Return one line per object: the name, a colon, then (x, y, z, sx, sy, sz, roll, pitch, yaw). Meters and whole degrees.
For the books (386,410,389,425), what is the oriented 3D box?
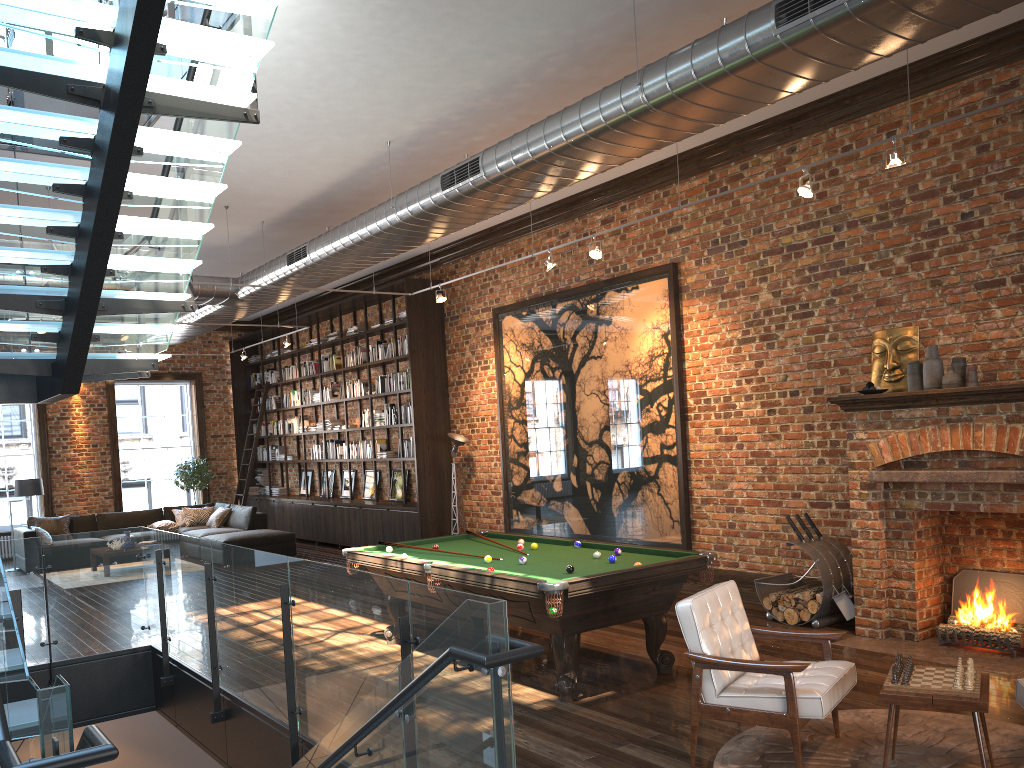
books: (-1.876, 0.527, 13.861, 0.178, 0.237, 0.036, -3, 1, -36)

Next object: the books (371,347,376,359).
books: (-2.159, -0.460, 14.137, 0.177, 0.251, 0.029, -3, 1, -36)

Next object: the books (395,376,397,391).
books: (-1.695, -0.007, 13.557, 0.161, 0.241, 0.035, -3, 1, -36)

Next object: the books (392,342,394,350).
books: (-1.755, -0.513, 13.582, 0.164, 0.249, 0.036, -3, 1, -36)

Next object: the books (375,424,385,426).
books: (-2.036, 0.650, 14.108, 0.159, 0.012, 0.353, -1, -4, -33)

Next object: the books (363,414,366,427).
books: (-2.346, 0.599, 14.512, 0.187, 0.219, 0.016, -3, 1, -36)

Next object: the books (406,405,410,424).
books: (-1.530, 0.462, 13.426, 0.147, 0.279, 0.012, -4, 2, -36)

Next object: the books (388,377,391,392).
books: (-1.821, 0.010, 13.712, 0.189, 0.240, 0.016, -3, 1, -36)

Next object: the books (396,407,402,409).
books: (-1.719, 0.488, 13.637, 0.191, 0.271, 0.026, -3, 1, -36)

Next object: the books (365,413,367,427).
books: (-2.303, 0.590, 14.444, 0.177, 0.225, 0.015, -3, 1, -36)

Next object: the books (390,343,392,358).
books: (-1.789, -0.510, 13.632, 0.188, 0.252, 0.018, -3, 1, -36)

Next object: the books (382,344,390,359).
books: (-1.921, -0.490, 13.817, 0.164, 0.258, 0.100, -3, 1, -36)

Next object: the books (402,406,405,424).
books: (-1.576, 0.466, 13.448, 0.160, 0.278, 0.031, -4, 1, -36)

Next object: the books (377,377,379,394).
books: (-2.071, 0.024, 14.085, 0.166, 0.283, 0.060, -3, 1, -36)

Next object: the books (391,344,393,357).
books: (-1.772, -0.500, 13.594, 0.169, 0.226, 0.008, -3, 1, -36)

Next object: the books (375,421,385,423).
books: (-2.035, 0.602, 14.110, 0.160, 0.012, 0.313, -1, -4, -34)

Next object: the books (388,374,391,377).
books: (-1.825, -0.009, 13.754, 0.162, 0.284, 0.056, -4, 1, -36)

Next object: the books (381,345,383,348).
books: (-1.978, -0.485, 13.901, 0.151, 0.254, 0.025, -3, 1, -36)

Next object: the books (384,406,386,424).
books: (-1.905, 0.498, 13.886, 0.183, 0.301, 0.013, -3, 1, -36)

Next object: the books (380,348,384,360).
books: (-1.973, -0.461, 13.873, 0.189, 0.202, 0.027, -3, 1, -36)

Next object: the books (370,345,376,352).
books: (-2.197, -0.476, 14.200, 0.150, 0.295, 0.032, -4, 2, -36)

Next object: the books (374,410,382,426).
books: (-2.151, 0.550, 14.273, 0.137, 0.268, 0.034, -4, 2, -36)

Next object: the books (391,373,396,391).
books: (-1.763, -0.025, 13.633, 0.180, 0.295, 0.025, -3, 1, -36)

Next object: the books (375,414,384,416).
books: (-2.039, 0.492, 14.103, 0.160, 0.012, 0.313, -1, -4, -34)

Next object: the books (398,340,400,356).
books: (-1.641, -0.535, 13.427, 0.162, 0.264, 0.030, -3, 1, -36)

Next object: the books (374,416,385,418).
books: (-2.043, 0.517, 14.100, 0.159, 0.012, 0.354, 0, -4, -40)

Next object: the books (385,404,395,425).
books: (-1.899, 0.478, 13.875, 0.179, 0.340, 0.013, -4, 2, -36)

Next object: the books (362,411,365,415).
books: (-2.364, 0.579, 14.545, 0.173, 0.265, 0.026, -3, 1, -36)

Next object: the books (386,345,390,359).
books: (-1.856, -0.486, 13.711, 0.169, 0.232, 0.146, -3, 0, -36)

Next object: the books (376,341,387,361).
books: (-2.047, -0.516, 13.969, 0.180, 0.333, 0.016, -4, 2, -36)

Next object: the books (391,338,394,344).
books: (-1.772, -0.547, 13.604, 0.165, 0.321, 0.008, -4, 2, -36)

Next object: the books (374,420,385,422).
books: (-2.035, 0.590, 14.108, 0.159, 0.012, 0.351, -1, -4, -38)

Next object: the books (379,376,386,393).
books: (-1.951, 0.011, 13.835, 0.245, 0.266, 0.038, -3, 1, -36)

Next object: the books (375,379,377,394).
books: (-2.099, 0.042, 14.128, 0.160, 0.254, 0.014, -3, 1, -36)

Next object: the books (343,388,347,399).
books: (-2.752, 0.150, 14.987, 0.223, 0.209, 0.064, -3, 1, -36)

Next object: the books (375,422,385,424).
books: (-2.038, 0.614, 14.108, 0.160, 0.012, 0.315, -1, -4, -33)

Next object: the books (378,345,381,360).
books: (-2.013, -0.485, 13.932, 0.168, 0.262, 0.016, -3, 1, -36)

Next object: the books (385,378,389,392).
books: (-1.883, 0.023, 13.791, 0.186, 0.230, 0.035, -3, 1, -36)

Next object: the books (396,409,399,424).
books: (-1.694, 0.501, 13.608, 0.176, 0.240, 0.050, -3, 1, -36)

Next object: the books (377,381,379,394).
books: (-2.037, 0.055, 14.017, 0.175, 0.208, 0.029, -3, 1, -36)

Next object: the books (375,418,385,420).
books: (-2.040, 0.553, 14.101, 0.160, 0.012, 0.316, -1, -4, -32)

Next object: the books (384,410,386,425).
books: (-1.930, 0.526, 13.951, 0.160, 0.254, 0.015, -3, 1, -36)

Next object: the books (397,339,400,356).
books: (-1.667, -0.538, 13.489, 0.135, 0.280, 0.029, -4, 2, -36)

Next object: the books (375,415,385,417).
books: (-2.038, 0.504, 14.103, 0.159, 0.012, 0.351, -1, -4, -34)

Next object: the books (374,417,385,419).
books: (-2.038, 0.540, 14.103, 0.159, 0.012, 0.352, -1, -4, -39)

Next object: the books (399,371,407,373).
books: (-1.643, -0.048, 13.350, 0.182, 0.295, 0.012, -3, 1, -36)

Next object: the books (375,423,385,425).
books: (-2.036, 0.638, 14.108, 0.160, 0.012, 0.315, -1, -4, -39)

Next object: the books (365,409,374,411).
books: (-2.326, 0.559, 14.507, 0.153, 0.296, 0.016, -4, 2, -36)

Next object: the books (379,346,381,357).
books: (-1.999, -0.474, 13.916, 0.171, 0.237, 0.025, -3, 1, -36)

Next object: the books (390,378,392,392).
books: (-1.791, 0.018, 13.683, 0.165, 0.218, 0.036, -3, 1, -36)

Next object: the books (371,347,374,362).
books: (-2.146, -0.457, 14.110, 0.184, 0.242, 0.030, -3, 1, -36)

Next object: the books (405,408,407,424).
books: (-1.543, 0.483, 13.431, 0.147, 0.239, 0.012, -3, 1, -36)

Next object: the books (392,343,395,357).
books: (-1.731, -0.510, 13.540, 0.186, 0.235, 0.020, -3, 1, -36)

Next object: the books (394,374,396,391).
books: (-1.724, -0.019, 13.583, 0.176, 0.273, 0.042, -3, 1, -36)

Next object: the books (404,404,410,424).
books: (-1.552, 0.457, 13.439, 0.164, 0.293, 0.012, -4, 2, -36)

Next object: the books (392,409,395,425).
books: (-1.786, 0.513, 13.755, 0.146, 0.243, 0.038, -3, 1, -36)

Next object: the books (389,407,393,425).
books: (-1.832, 0.499, 13.806, 0.167, 0.282, 0.072, -3, 1, -36)

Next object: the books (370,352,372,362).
books: (-2.183, -0.423, 14.153, 0.189, 0.183, 0.025, -3, 1, -36)
